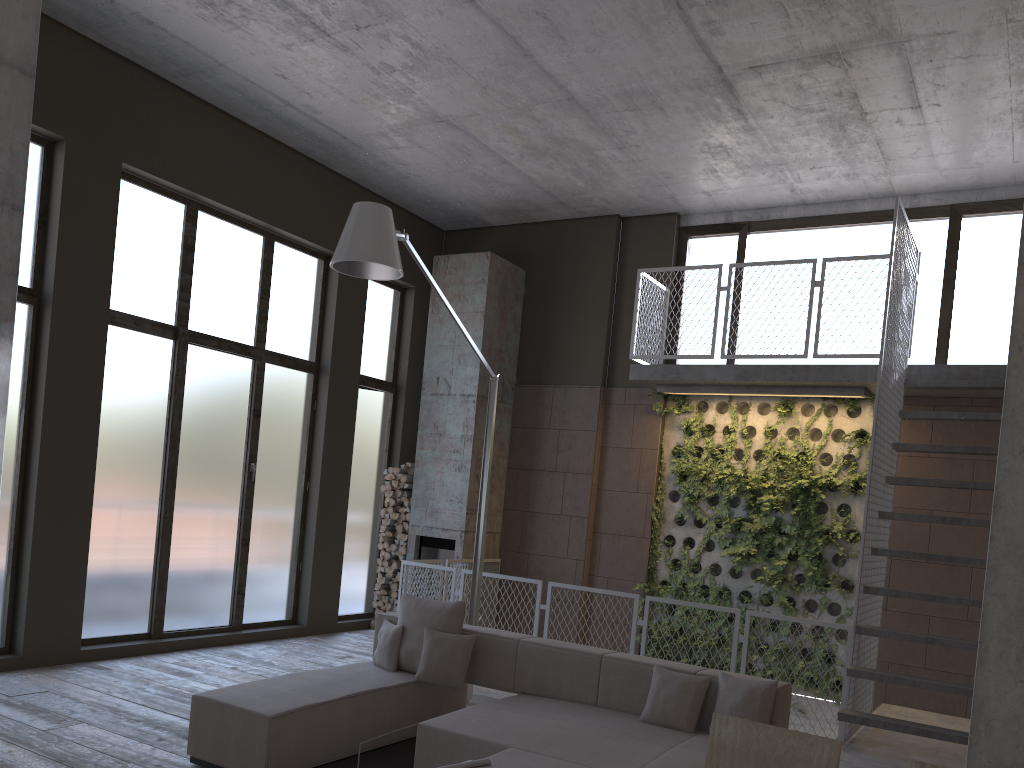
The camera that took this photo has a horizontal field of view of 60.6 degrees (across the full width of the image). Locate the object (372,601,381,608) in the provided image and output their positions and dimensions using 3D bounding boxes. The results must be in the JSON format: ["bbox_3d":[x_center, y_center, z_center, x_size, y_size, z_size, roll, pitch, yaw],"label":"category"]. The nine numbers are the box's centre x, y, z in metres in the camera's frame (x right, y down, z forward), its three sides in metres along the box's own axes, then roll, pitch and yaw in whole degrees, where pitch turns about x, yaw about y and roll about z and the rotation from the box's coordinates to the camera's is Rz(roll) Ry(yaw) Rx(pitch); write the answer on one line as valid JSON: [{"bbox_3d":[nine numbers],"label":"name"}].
[{"bbox_3d":[-1.559,2.730,10.914,0.091,0.092,0.442,3,-7,32],"label":"object"}]

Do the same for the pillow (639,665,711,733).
[{"bbox_3d":[0.974,1.892,5.242,0.369,0.358,0.188,3,-2,31],"label":"pillow"}]

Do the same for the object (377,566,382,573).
[{"bbox_3d":[-1.517,2.299,10.916,0.079,0.107,0.442,4,-7,31],"label":"object"}]

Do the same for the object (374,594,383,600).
[{"bbox_3d":[-1.532,2.615,10.784,0.071,0.072,0.428,3,-7,32],"label":"object"}]

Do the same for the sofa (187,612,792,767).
[{"bbox_3d":[-0.379,1.924,4.792,2.985,0.782,3.047,1,-8,31],"label":"sofa"}]

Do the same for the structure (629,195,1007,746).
[{"bbox_3d":[2.506,0.917,7.917,3.666,4.304,3.064,4,-2,31],"label":"structure"}]

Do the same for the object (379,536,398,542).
[{"bbox_3d":[-1.465,1.903,10.772,0.071,0.072,0.428,3,-7,32],"label":"object"}]

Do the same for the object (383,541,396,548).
[{"bbox_3d":[-1.414,1.991,10.860,0.090,0.089,0.460,3,-7,32],"label":"object"}]

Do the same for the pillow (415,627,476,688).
[{"bbox_3d":[-0.450,1.860,5.958,0.376,0.371,0.169,5,-1,4],"label":"pillow"}]

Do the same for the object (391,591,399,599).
[{"bbox_3d":[-1.306,2.581,10.760,0.092,0.093,0.442,3,-7,32],"label":"object"}]

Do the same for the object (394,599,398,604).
[{"bbox_3d":[-1.279,2.658,10.734,0.067,0.067,0.428,3,-7,32],"label":"object"}]

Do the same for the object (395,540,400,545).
[{"bbox_3d":[-1.282,1.946,10.763,0.067,0.067,0.428,3,-7,32],"label":"object"}]

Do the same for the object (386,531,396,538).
[{"bbox_3d":[-1.384,1.866,10.853,0.114,0.079,0.440,2,-8,32],"label":"object"}]

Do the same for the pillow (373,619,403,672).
[{"bbox_3d":[-0.887,1.891,6.304,0.152,0.375,0.368,5,-3,-26],"label":"pillow"}]

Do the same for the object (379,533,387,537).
[{"bbox_3d":[-1.489,1.874,10.871,0.121,0.067,0.368,2,-8,30],"label":"object"}]

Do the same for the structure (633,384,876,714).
[{"bbox_3d":[2.521,1.659,9.189,2.614,3.813,1.011,4,0,31],"label":"structure"}]

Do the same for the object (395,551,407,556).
[{"bbox_3d":[-1.267,2.069,10.731,0.121,0.067,0.368,2,-8,32],"label":"object"}]

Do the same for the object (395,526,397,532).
[{"bbox_3d":[-1.318,1.803,10.868,0.103,0.102,0.295,3,-7,32],"label":"object"}]

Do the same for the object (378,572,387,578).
[{"bbox_3d":[-1.532,2.401,10.933,0.070,0.117,0.368,5,-6,31],"label":"object"}]

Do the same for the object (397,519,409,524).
[{"bbox_3d":[-1.270,1.687,10.722,0.088,0.056,0.336,2,-8,32],"label":"object"}]

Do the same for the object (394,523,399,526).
[{"bbox_3d":[-1.312,1.730,10.776,0.064,0.074,0.363,4,-7,33],"label":"object"}]

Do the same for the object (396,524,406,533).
[{"bbox_3d":[-1.288,1.757,10.694,0.098,0.106,0.297,4,-7,30],"label":"object"}]

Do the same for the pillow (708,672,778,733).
[{"bbox_3d":[1.324,1.864,5.058,0.360,0.365,0.189,3,-2,36],"label":"pillow"}]

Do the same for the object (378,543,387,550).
[{"bbox_3d":[-1.493,2.018,10.902,0.091,0.092,0.442,3,-7,32],"label":"object"}]

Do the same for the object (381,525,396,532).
[{"bbox_3d":[-1.439,1.787,10.842,0.090,0.089,0.460,3,-7,33],"label":"object"}]

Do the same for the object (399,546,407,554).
[{"bbox_3d":[-1.239,2.009,10.609,0.100,0.102,0.296,4,-7,30],"label":"object"}]

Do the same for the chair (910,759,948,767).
[{"bbox_3d":[0.852,1.451,1.761,0.347,1.192,0.728,6,-1,36],"label":"chair"}]

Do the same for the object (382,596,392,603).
[{"bbox_3d":[-1.413,2.647,10.812,0.093,0.083,0.485,3,-7,32],"label":"object"}]

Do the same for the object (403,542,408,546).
[{"bbox_3d":[-1.226,1.934,10.603,0.062,0.048,0.253,3,-8,30],"label":"object"}]

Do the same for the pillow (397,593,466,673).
[{"bbox_3d":[-0.608,1.772,6.178,0.561,0.556,0.223,3,-1,33],"label":"pillow"}]

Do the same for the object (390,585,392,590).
[{"bbox_3d":[-1.385,2.516,10.880,0.103,0.102,0.295,3,-7,32],"label":"object"}]

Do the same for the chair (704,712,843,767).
[{"bbox_3d":[0.452,1.455,2.074,0.347,1.192,0.728,6,-1,35],"label":"chair"}]

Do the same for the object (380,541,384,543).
[{"bbox_3d":[-1.477,1.949,10.875,0.066,0.084,0.430,4,-7,34],"label":"object"}]

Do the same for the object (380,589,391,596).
[{"bbox_3d":[-1.451,2.578,10.866,0.114,0.079,0.440,2,-8,32],"label":"object"}]

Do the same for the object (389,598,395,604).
[{"bbox_3d":[-1.349,2.659,10.775,0.067,0.067,0.428,3,-7,32],"label":"object"}]

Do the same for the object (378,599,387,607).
[{"bbox_3d":[-1.480,2.703,10.873,0.090,0.089,0.460,3,-7,32],"label":"object"}]

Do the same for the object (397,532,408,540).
[{"bbox_3d":[-1.239,1.868,10.748,0.092,0.093,0.442,3,-7,32],"label":"object"}]

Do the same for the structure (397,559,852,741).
[{"bbox_3d":[1.198,2.465,8.738,4.409,0.931,1.949,1,-7,31],"label":"structure"}]

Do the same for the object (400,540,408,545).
[{"bbox_3d":[-1.213,1.945,10.721,0.067,0.067,0.428,3,-7,32],"label":"object"}]

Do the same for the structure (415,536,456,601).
[{"bbox_3d":[-0.879,2.276,10.369,0.573,0.926,0.057,5,0,31],"label":"structure"}]

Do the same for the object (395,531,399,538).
[{"bbox_3d":[-1.291,1.856,10.810,0.101,0.086,0.367,3,-7,32],"label":"object"}]

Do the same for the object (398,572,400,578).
[{"bbox_3d":[-1.212,2.330,10.703,0.093,0.083,0.485,3,-7,32],"label":"object"}]

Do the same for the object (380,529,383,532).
[{"bbox_3d":[-1.477,1.810,10.899,0.067,0.071,0.428,3,-7,32],"label":"object"}]

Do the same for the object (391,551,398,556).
[{"bbox_3d":[-1.353,2.081,10.787,0.064,0.074,0.363,4,-7,30],"label":"object"}]
